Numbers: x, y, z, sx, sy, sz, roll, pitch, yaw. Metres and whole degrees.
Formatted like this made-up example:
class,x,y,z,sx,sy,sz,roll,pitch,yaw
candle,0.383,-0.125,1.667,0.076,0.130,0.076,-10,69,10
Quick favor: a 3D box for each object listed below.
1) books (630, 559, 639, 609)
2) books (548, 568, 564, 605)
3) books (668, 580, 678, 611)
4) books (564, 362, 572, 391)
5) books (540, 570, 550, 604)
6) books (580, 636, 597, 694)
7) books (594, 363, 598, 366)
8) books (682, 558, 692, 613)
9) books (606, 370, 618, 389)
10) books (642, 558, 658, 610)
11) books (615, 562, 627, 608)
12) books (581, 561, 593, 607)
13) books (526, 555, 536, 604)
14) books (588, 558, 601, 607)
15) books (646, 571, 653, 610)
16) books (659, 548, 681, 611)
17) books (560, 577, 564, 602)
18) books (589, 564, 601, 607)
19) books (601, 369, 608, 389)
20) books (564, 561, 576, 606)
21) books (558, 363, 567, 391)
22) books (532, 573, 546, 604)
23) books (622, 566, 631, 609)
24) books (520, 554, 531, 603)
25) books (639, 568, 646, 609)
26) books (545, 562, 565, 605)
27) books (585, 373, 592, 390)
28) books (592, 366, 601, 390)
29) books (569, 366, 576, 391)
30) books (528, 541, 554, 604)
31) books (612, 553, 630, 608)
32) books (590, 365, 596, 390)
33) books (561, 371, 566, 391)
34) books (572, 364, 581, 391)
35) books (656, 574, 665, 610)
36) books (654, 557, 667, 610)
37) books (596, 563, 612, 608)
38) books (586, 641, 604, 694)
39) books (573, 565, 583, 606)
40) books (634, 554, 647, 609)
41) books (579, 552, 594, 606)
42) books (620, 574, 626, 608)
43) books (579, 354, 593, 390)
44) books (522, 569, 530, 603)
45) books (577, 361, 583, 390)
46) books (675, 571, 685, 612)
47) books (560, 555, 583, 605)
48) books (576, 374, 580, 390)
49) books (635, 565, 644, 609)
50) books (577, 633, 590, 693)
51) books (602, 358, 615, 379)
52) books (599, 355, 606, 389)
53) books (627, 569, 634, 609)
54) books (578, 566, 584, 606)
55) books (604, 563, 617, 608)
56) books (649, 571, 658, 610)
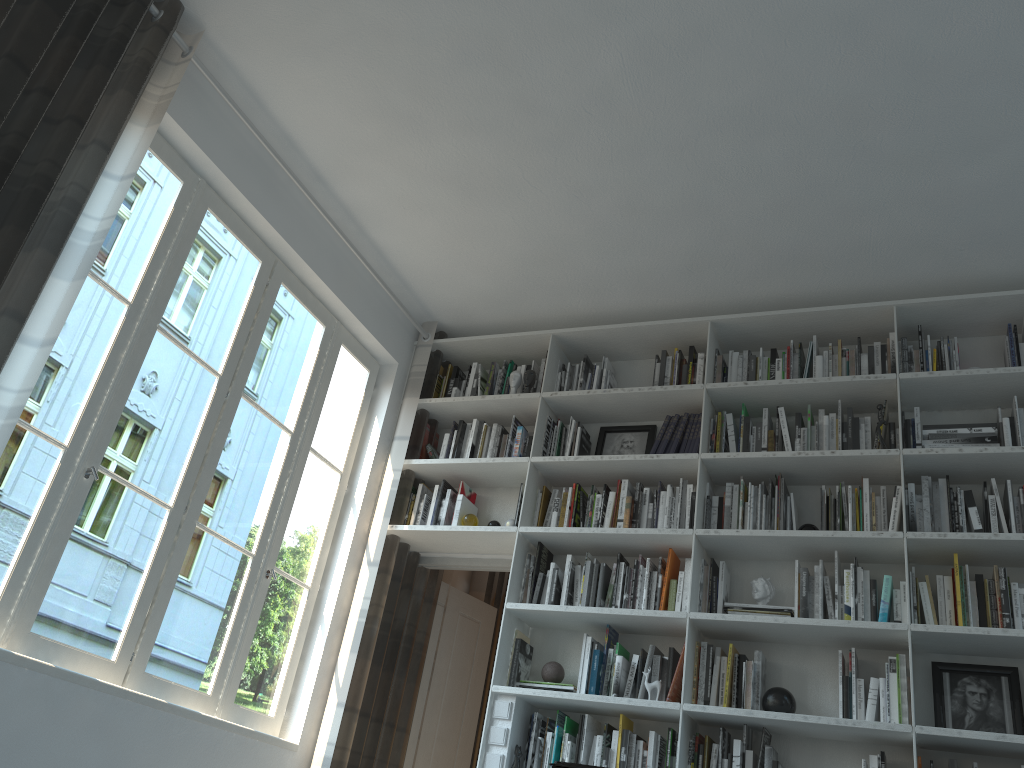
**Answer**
class,x,y,z,sx,sy,sz,roll,pitch,yaw
books,0.571,0.954,4.041,0.012,0.271,0.146,-3,-31,24
books,0.223,0.993,4.159,0.028,0.202,0.189,-3,-31,24
books,0.729,0.984,3.948,0.030,0.182,0.152,-3,-31,24
books,0.318,0.037,4.743,0.012,0.248,0.180,-3,-31,24
books,0.182,1.007,4.204,0.042,0.207,0.144,-3,-31,24
books,0.349,1.279,3.939,0.024,0.271,0.151,-3,-31,24
books,0.444,0.031,4.693,0.013,0.251,0.130,-3,-31,24
books,0.794,0.939,3.952,0.027,0.284,0.148,-3,-31,24
books,0.518,0.049,4.656,0.013,0.209,0.137,-3,-31,24
books,0.625,0.945,4.009,0.015,0.273,0.158,-3,-31,24
books,0.514,0.967,4.069,0.021,0.255,0.156,-3,-31,24
books,0.370,0.969,4.112,0.021,0.246,0.189,-3,-31,24
books,0.116,0.975,4.229,0.027,0.264,0.177,-3,-31,24
books,0.394,0.967,4.125,0.011,0.269,0.158,-3,-31,24
books,0.637,0.976,4.001,0.012,0.216,0.161,-3,-31,24
books,0.710,0.923,3.992,0.035,0.324,0.171,-3,-31,24
books,0.261,1.020,4.180,0.021,0.186,0.130,-3,-31,24
books,0.400,0.973,4.097,0.024,0.236,0.167,-3,-31,24
books,0.502,0.049,4.652,0.014,0.201,0.171,-3,-31,24
books,0.290,0.978,4.153,0.011,0.244,0.177,-3,-31,24
books,0.284,0.039,4.769,0.007,0.257,0.157,-3,-31,24
books,0.151,1.010,4.194,0.037,0.181,0.190,-3,-31,24
books,0.541,0.970,4.036,0.013,0.228,0.178,-3,-31,24
books,0.089,0.982,4.270,0.012,0.283,0.160,-3,-31,24
books,0.614,0.974,4.033,0.028,0.241,0.132,-3,-31,24
books,0.207,0.985,4.185,0.022,0.234,0.178,-3,-31,24
books,0.419,0.060,4.680,0.026,0.181,0.162,-3,-31,24
books,0.462,0.038,4.659,0.021,0.212,0.174,-3,-31,24
books,0.342,0.045,4.723,0.013,0.224,0.177,-3,-31,24
books,0.138,0.943,4.234,0.012,0.332,0.185,-3,-31,24
books,0.499,0.944,4.078,0.013,0.298,0.152,-3,-31,24
books,0.449,0.040,4.673,0.013,0.218,0.182,-3,-31,24
books,0.297,0.059,4.749,0.032,0.209,0.159,-3,-31,24
books,0.359,0.038,4.725,0.016,0.242,0.157,-3,-31,24
books,0.678,0.976,3.973,0.013,0.202,0.162,-3,-31,24
books,0.678,0.946,4.011,0.015,0.291,0.144,-3,-31,24
books,0.434,0.973,4.091,0.023,0.241,0.185,-3,-31,24
books,0.376,1.288,3.930,0.031,0.254,0.144,-3,-31,24
books,0.326,0.989,4.159,0.049,0.241,0.140,-3,-31,24
books,0.589,0.947,4.056,0.011,0.302,0.130,-3,-31,24
books,0.362,0.955,4.136,0.011,0.292,0.184,-3,-31,24
books,0.529,0.989,4.048,0.021,0.204,0.130,-3,-31,24
books,0.401,0.010,4.697,0.015,0.278,0.191,-3,-31,24
books,0.097,1.009,4.238,0.026,0.208,0.155,-3,-31,24
books,0.385,0.027,4.714,0.016,0.259,0.155,-3,-31,24
books,0.760,0.965,3.946,0.031,0.222,0.145,-3,-31,24
books,0.280,0.968,4.175,0.023,0.280,0.175,-3,-31,24
books,0.371,0.064,4.715,0.014,0.191,0.147,-3,-31,24
books,0.593,0.967,4.035,0.011,0.250,0.140,-3,-31,24
books,0.334,1.275,3.950,0.012,0.283,0.160,-3,-31,24
books,0.503,0.019,4.692,0.015,0.291,0.131,-3,-31,24
books,0.490,0.010,4.689,0.007,0.300,0.146,-3,-31,24
books,0.557,0.976,4.039,0.013,0.226,0.152,-3,-31,24
books,0.347,0.984,4.128,0.014,0.228,0.149,-3,-31,24
books,0.474,0.974,4.094,0.048,0.255,0.142,-3,-31,24
books,0.654,0.976,3.998,0.021,0.219,0.149,-3,-31,24
